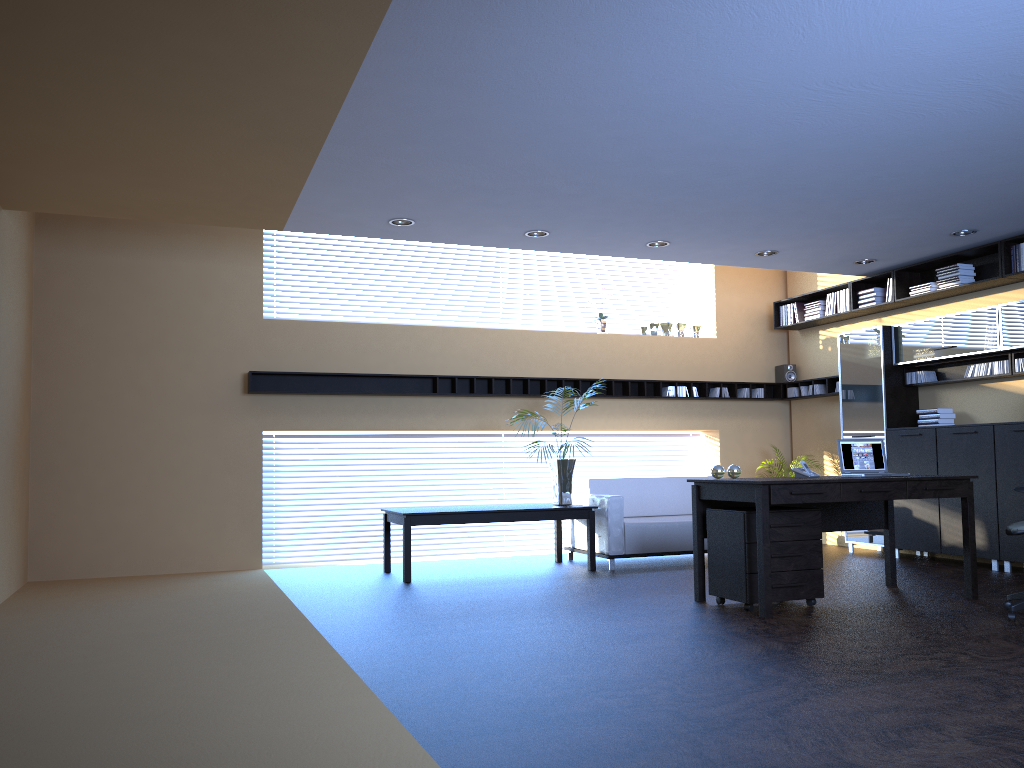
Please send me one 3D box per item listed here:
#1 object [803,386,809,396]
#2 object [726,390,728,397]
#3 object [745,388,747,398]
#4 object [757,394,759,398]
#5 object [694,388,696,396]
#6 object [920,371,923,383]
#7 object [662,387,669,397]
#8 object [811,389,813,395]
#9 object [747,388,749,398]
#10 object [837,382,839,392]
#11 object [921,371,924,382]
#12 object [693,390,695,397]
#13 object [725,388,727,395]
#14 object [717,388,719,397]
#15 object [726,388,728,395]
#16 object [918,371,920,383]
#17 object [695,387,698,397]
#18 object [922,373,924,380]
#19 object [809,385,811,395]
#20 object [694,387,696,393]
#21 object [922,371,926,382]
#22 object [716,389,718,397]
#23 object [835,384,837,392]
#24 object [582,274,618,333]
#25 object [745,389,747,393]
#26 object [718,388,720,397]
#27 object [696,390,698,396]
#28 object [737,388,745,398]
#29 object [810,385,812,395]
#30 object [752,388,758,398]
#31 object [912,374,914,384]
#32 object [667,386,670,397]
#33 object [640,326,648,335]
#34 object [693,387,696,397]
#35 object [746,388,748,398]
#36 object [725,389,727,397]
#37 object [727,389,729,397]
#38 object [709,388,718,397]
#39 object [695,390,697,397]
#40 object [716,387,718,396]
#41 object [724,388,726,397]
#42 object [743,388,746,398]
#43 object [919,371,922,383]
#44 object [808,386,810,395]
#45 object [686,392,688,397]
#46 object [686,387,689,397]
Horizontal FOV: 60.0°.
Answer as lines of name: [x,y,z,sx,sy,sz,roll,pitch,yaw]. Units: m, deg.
object: [3.600,0.087,10.764,0.142,0.118,0.040,1,-4,-21]
object: [2.597,0.110,10.880,0.030,0.120,0.142,1,-5,-21]
object: [2.853,0.115,10.975,0.026,0.117,0.140,1,-5,-21]
object: [3.031,0.119,11.049,0.009,0.120,0.142,1,-5,-21]
object: [2.173,0.102,10.719,0.030,0.120,0.142,1,-5,-21]
object: [4.246,-0.071,9.077,0.140,0.117,0.026,1,-4,-21]
object: [1.826,0.096,10.584,0.040,0.118,0.142,1,-5,-21]
object: [3.651,0.073,10.631,0.142,0.120,0.030,1,-4,-21]
object: [2.892,0.116,10.993,0.009,0.120,0.142,1,-5,-21]
object: [3.811,0.035,10.215,0.142,0.120,0.030,1,-4,-21]
object: [4.250,-0.072,9.068,0.142,0.120,0.030,1,-4,-21]
object: [2.156,0.101,10.706,0.026,0.117,0.140,1,-5,-21]
object: [2.588,0.110,10.876,0.030,0.120,0.142,1,-5,-21]
object: [2.478,0.108,10.837,0.030,0.120,0.142,1,-5,-21]
object: [2.600,0.110,10.876,0.026,0.117,0.140,1,-5,-21]
object: [4.234,-0.069,9.106,0.142,0.120,0.009,1,-4,-21]
object: [2.197,0.104,10.727,0.040,0.118,0.142,1,-5,-21]
object: [4.257,-0.073,9.059,0.142,0.120,0.030,1,-4,-21]
object: [3.640,0.076,10.660,0.142,0.120,0.030,1,-4,-21]
object: [2.182,0.103,10.725,0.030,0.120,0.142,1,-5,-21]
object: [4.255,-0.074,9.047,0.142,0.120,0.030,1,-4,-21]
object: [2.468,0.108,10.833,0.026,0.117,0.140,1,-5,-21]
object: [3.802,0.038,10.239,0.142,0.118,0.040,1,-4,-21]
object: [1.095,-0.935,10.579,0.437,0.694,0.352,3,-5,-42]
object: [2.852,0.115,10.979,0.030,0.120,0.142,1,-5,-21]
object: [2.496,0.109,10.848,0.030,0.120,0.142,1,-5,-21]
object: [2.198,0.103,10.726,0.036,0.116,0.140,1,-5,-21]
object: [2.828,0.116,10.971,0.040,0.118,0.142,1,-5,-21]
object: [3.648,0.074,10.640,0.142,0.120,0.030,1,-4,-21]
object: [3.010,0.119,11.035,0.040,0.118,0.142,1,-5,-21]
object: [4.207,-0.061,9.182,0.142,0.120,0.009,1,-4,-21]
object: [1.849,0.095,10.591,0.009,0.120,0.142,1,-5,-21]
object: [1.603,-0.635,10.752,0.089,0.113,0.094,-2,-4,14]
object: [2.165,0.102,10.712,0.030,0.120,0.142,1,-5,-21]
object: [2.873,0.115,10.982,0.030,0.120,0.142,1,-5,-21]
object: [2.580,0.110,10.869,0.030,0.120,0.142,1,-5,-21]
object: [2.611,0.112,10.886,0.040,0.118,0.142,1,-5,-21]
object: [2.455,0.108,10.825,0.040,0.118,0.142,1,-5,-21]
object: [2.183,0.102,10.723,0.026,0.117,0.140,1,-5,-21]
object: [2.467,0.108,10.835,0.030,0.120,0.142,1,-5,-21]
object: [2.569,0.110,10.869,0.030,0.120,0.142,1,-5,-21]
object: [2.842,0.115,10.978,0.030,0.120,0.142,1,-5,-22]
object: [4.242,-0.069,9.098,0.142,0.120,0.009,1,-4,-21]
object: [3.635,0.078,10.674,0.142,0.118,0.040,1,-4,-21]
object: [2.074,0.102,10.683,0.041,0.122,0.142,1,-5,-21]
object: [2.076,0.101,10.681,0.040,0.118,0.142,1,-5,-21]
